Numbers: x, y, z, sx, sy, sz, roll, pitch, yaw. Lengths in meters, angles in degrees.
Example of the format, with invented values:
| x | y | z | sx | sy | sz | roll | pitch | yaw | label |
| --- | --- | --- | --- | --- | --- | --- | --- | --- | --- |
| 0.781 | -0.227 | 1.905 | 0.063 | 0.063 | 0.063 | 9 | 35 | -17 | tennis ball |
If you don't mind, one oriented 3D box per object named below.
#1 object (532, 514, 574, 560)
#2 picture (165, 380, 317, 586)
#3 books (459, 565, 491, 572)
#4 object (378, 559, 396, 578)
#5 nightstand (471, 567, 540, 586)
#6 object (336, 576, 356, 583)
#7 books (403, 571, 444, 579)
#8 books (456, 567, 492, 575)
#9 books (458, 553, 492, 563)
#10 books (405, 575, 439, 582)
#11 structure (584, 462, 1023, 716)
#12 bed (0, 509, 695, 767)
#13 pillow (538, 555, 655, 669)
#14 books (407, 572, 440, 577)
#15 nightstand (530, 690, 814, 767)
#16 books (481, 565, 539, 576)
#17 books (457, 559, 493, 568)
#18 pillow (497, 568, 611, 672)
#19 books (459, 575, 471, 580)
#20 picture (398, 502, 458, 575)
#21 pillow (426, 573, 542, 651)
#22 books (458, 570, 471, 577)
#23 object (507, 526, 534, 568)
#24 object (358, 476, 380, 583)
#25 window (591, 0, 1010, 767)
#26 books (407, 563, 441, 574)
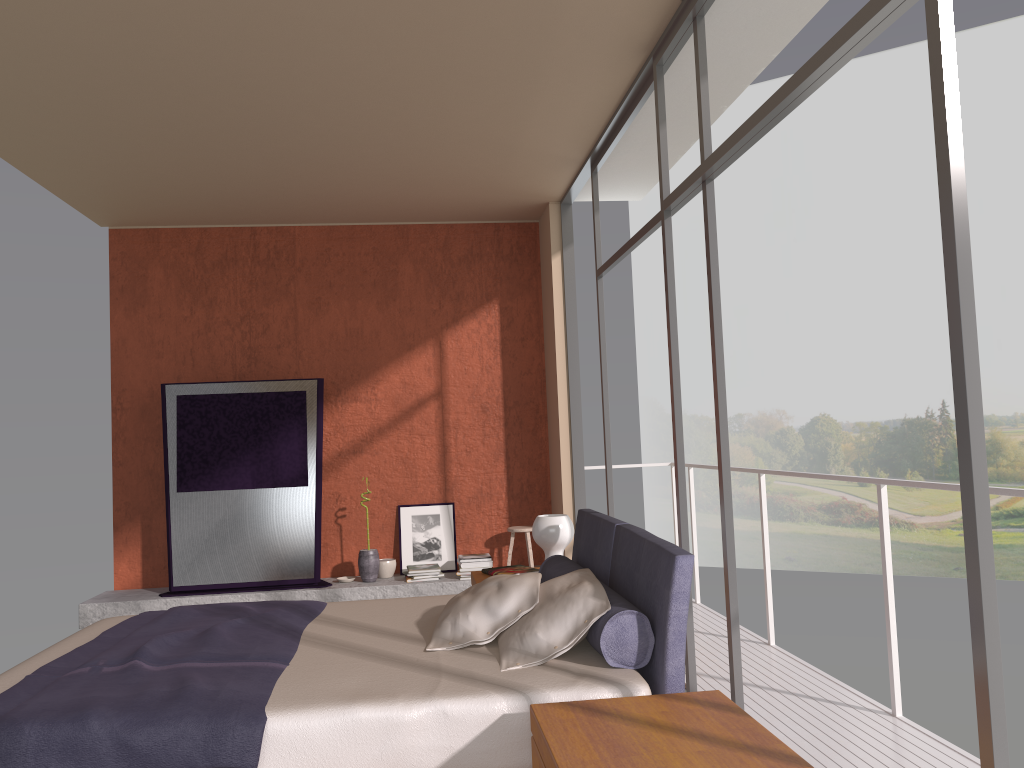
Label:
| x | y | z | sx | sy | sz | roll | pitch | yaw | label |
| --- | --- | --- | --- | --- | --- | --- | --- | --- | --- |
| 0.223 | 0.871 | 4.725 | 0.224 | 0.338 | 0.224 | -3 | -4 | 5 | object |
| -2.028 | 0.731 | 6.696 | 1.129 | 1.496 | 0.126 | -2 | -4 | -6 | picture |
| -0.288 | 1.418 | 6.893 | 0.247 | 0.027 | 0.328 | -2 | -4 | -5 | books |
| -1.006 | 1.464 | 7.024 | 0.179 | 0.137 | 0.180 | -3 | -4 | 6 | object |
| 0.085 | 1.336 | 4.863 | 0.562 | 0.556 | 0.628 | -2 | -4 | -6 | nightstand |
| -1.285 | 1.523 | 6.874 | 0.152 | 0.040 | 0.152 | -4 | -4 | 28 | object |
| -0.687 | 1.474 | 6.882 | 0.247 | 0.018 | 0.328 | -1 | -4 | -22 | books |
| -0.288 | 1.445 | 6.873 | 0.247 | 0.025 | 0.287 | -3 | -4 | 4 | books |
| -0.292 | 1.355 | 6.903 | 0.247 | 0.025 | 0.287 | -2 | -4 | -7 | books |
| -0.698 | 1.497 | 6.870 | 0.247 | 0.025 | 0.287 | -2 | -4 | -10 | books |
| 1.353 | 0.876 | 3.067 | 0.728 | 1.005 | 7.689 | -2 | -4 | -6 | structure |
| -0.716 | 1.092 | 3.477 | 2.462 | 0.959 | 2.017 | -2 | -4 | -6 | bed |
| 0.303 | 0.878 | 3.590 | 0.205 | 0.201 | 1.470 | -2 | -4 | -6 | pillow |
| -0.683 | 1.451 | 6.869 | 0.247 | 0.025 | 0.287 | -2 | -4 | -4 | books |
| 0.376 | 1.164 | 2.244 | 0.562 | 0.556 | 0.628 | -2 | -4 | -6 | nightstand |
| -0.002 | 1.055 | 4.984 | 0.247 | 0.025 | 0.287 | -1 | -4 | -26 | books |
| -0.290 | 1.386 | 6.895 | 0.247 | 0.038 | 0.319 | -2 | -4 | -9 | books |
| 0.133 | 0.858 | 3.297 | 0.400 | 0.265 | 0.791 | -2 | -4 | -4 | pillow |
| -0.285 | 1.485 | 6.889 | 0.247 | 0.018 | 0.328 | -2 | -4 | -5 | books |
| -0.682 | 1.249 | 7.177 | 0.458 | 0.550 | 0.117 | -2 | -4 | -6 | picture |
| -0.089 | 0.897 | 3.631 | 0.431 | 0.264 | 0.869 | -3 | -3 | 1 | pillow |
| -0.287 | 1.467 | 6.896 | 0.247 | 0.018 | 0.287 | -2 | -4 | -7 | books |
| 0.102 | 1.319 | 7.084 | 0.257 | 0.349 | 0.260 | 0 | -4 | -37 | object |
| -1.116 | 1.122 | 6.863 | 0.165 | 0.810 | 0.165 | -4 | -4 | 17 | object |
| 0.934 | -0.103 | 2.889 | 0.075 | 3.133 | 6.106 | -2 | -4 | -6 | window |
| -0.686 | 1.430 | 6.875 | 0.247 | 0.018 | 0.328 | -2 | -4 | -9 | books |
